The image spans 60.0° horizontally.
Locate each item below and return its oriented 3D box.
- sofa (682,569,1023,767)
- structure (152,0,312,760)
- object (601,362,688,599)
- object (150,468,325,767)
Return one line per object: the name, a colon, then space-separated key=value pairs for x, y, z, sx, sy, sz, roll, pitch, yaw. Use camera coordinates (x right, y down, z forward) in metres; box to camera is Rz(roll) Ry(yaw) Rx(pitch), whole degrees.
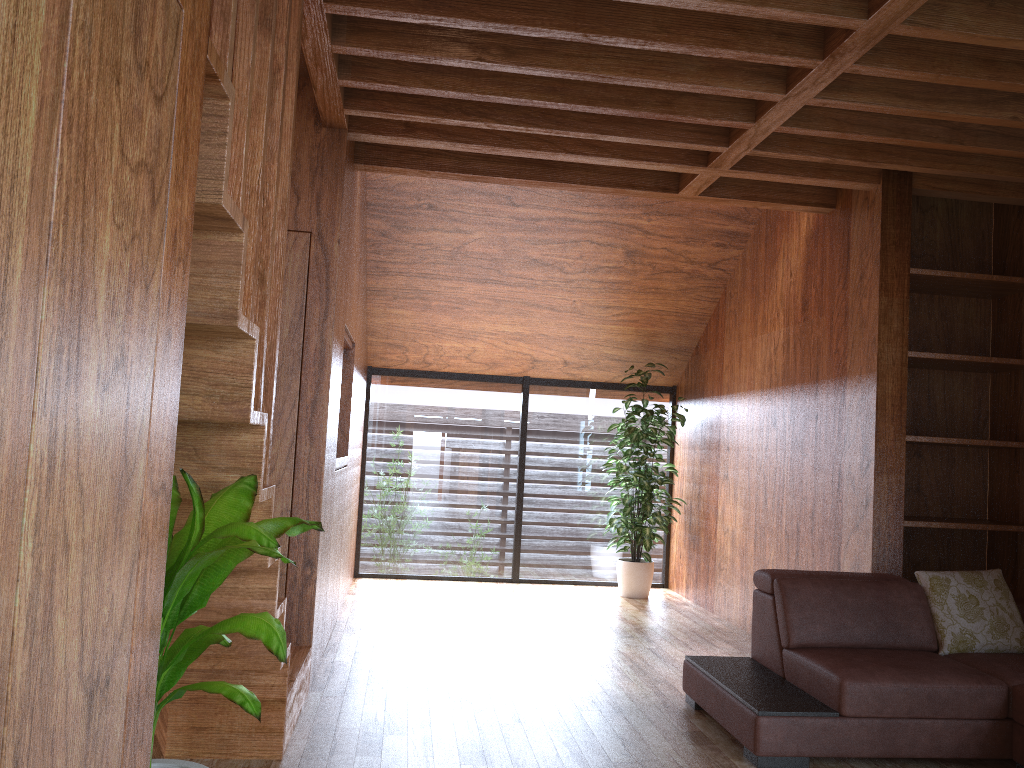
sofa: x=1.710 y=0.913 z=2.604 sx=1.703 sy=0.759 sz=2.500 roll=4 pitch=-4 yaw=-7
structure: x=-1.024 y=-0.019 z=2.431 sx=0.831 sy=2.297 sz=2.443 roll=4 pitch=-4 yaw=-7
object: x=0.937 y=0.677 z=6.380 sx=0.638 sy=1.689 sz=0.679 roll=3 pitch=-4 yaw=1
object: x=-0.690 y=0.577 z=1.620 sx=0.677 sy=1.030 sz=0.629 roll=4 pitch=-4 yaw=-17
